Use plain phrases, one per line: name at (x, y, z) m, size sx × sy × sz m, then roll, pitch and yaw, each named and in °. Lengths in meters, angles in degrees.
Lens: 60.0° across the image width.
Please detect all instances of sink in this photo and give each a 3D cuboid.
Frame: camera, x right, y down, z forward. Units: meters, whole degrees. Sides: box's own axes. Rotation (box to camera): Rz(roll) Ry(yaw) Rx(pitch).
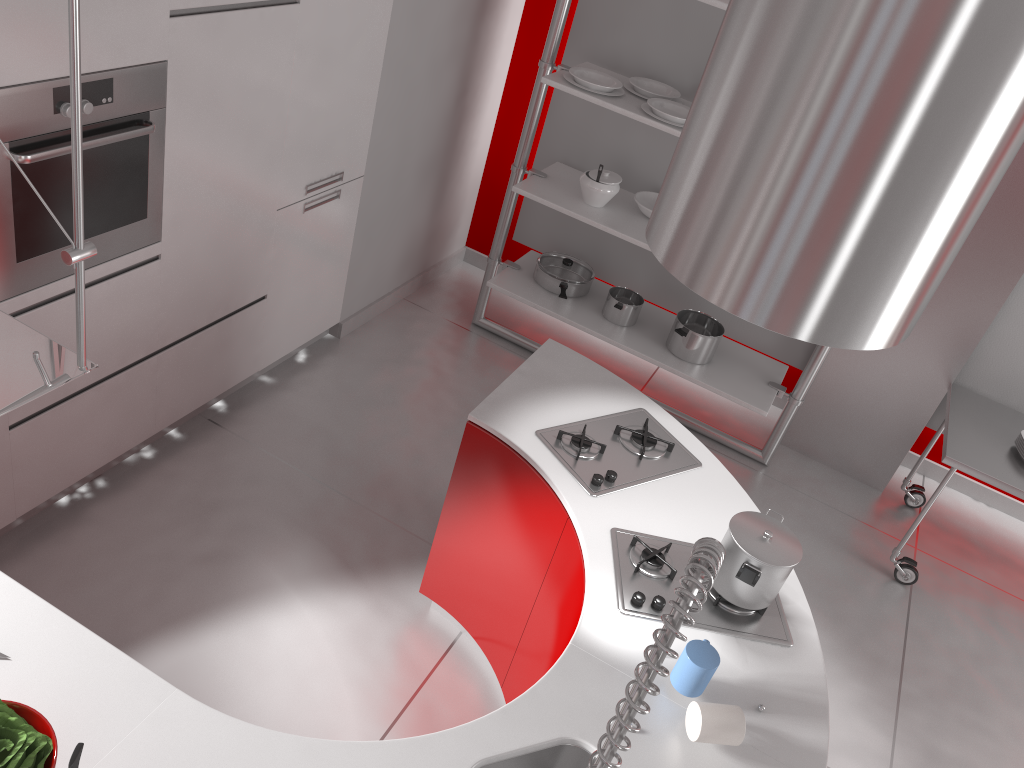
sink at (0.082, 0.935, 1.683) m, size 0.326 × 0.172 × 0.428 m, roll -3°, pitch 38°, yaw -28°

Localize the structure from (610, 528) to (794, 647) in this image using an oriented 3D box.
structure at (0.483, 0.503, 2.271) m, size 0.457 × 0.037 × 0.303 m, roll 13°, pitch 33°, yaw -7°

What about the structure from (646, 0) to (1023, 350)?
structure at (0.737, -0.641, 1.820) m, size 0.644 × 0.958 × 0.644 m, roll 8°, pitch 34°, yaw -14°

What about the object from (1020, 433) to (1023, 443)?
object at (2.227, 0.286, 3.683) m, size 0.228 × 0.020 × 0.228 m, roll 16°, pitch 33°, yaw -1°

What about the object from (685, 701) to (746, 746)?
object at (0.425, 0.703, 1.872) m, size 0.100 × 0.080 × 0.109 m, roll 10°, pitch 34°, yaw -11°

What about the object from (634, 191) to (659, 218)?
object at (0.698, -0.821, 4.205) m, size 0.272 × 0.072 × 0.272 m, roll 6°, pitch 35°, yaw -16°

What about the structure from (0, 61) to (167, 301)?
structure at (-1.198, -0.578, 2.514) m, size 0.050 × 0.589 × 0.599 m, roll 26°, pitch 34°, yaw 14°

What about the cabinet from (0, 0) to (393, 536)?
cabinet at (-1.394, -0.675, 2.943) m, size 0.614 × 2.026 × 2.398 m, roll 26°, pitch 34°, yaw 14°

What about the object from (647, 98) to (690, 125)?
object at (0.687, -1.153, 3.782) m, size 0.244 × 0.042 × 0.244 m, roll 18°, pitch 33°, yaw 1°

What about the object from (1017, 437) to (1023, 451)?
object at (2.222, 0.302, 3.694) m, size 0.228 × 0.020 × 0.228 m, roll 16°, pitch 33°, yaw -1°

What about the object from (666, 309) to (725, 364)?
object at (0.879, -0.226, 4.266) m, size 0.240 × 0.161 × 0.259 m, roll 17°, pitch 33°, yaw 0°

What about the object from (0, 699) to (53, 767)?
object at (-0.823, 0.595, 1.372) m, size 0.198 × 0.182 × 0.193 m, roll 30°, pitch 35°, yaw 19°

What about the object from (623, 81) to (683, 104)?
object at (0.637, -1.313, 4.020) m, size 0.280 × 0.015 × 0.280 m, roll -5°, pitch 39°, yaw -30°

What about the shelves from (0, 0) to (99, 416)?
shelves at (-0.962, -0.503, 0.910) m, size 0.934 × 1.023 × 0.462 m, roll 26°, pitch 34°, yaw 14°

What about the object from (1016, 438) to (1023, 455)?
object at (2.220, 0.311, 3.700) m, size 0.228 × 0.020 × 0.228 m, roll 16°, pitch 33°, yaw -1°

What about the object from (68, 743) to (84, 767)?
object at (-0.636, 0.663, 1.256) m, size 0.014 × 0.322 × 0.150 m, roll 10°, pitch 34°, yaw -10°

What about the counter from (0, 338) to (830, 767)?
counter at (-0.558, 0.867, 2.106) m, size 2.865 × 0.880 × 1.868 m, roll -7°, pitch 40°, yaw -32°

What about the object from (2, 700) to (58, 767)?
object at (-0.845, 0.634, 1.403) m, size 0.229 × 0.118 × 0.228 m, roll 10°, pitch 34°, yaw -10°

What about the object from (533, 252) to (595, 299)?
object at (0.243, -0.557, 4.490) m, size 0.308 × 0.130 × 0.407 m, roll 31°, pitch 35°, yaw 20°

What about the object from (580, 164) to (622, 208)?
object at (0.410, -0.938, 4.115) m, size 0.192 × 0.214 × 0.192 m, roll 19°, pitch 33°, yaw 3°

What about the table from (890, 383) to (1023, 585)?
table at (2.508, 0.761, 3.831) m, size 1.627 × 0.682 × 0.749 m, roll 27°, pitch 34°, yaw 15°

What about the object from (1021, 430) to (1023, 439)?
object at (2.230, 0.278, 3.678) m, size 0.228 × 0.020 × 0.228 m, roll 16°, pitch 33°, yaw -1°

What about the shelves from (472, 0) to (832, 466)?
shelves at (0.851, -1.008, 3.923) m, size 1.735 × 2.599 × 0.535 m, roll 26°, pitch 34°, yaw 14°

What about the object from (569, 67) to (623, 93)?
object at (0.362, -1.323, 3.885) m, size 0.244 × 0.042 × 0.244 m, roll 18°, pitch 33°, yaw 1°

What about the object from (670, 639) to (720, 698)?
object at (0.403, 0.620, 1.970) m, size 0.080 × 0.100 × 0.109 m, roll 12°, pitch 33°, yaw -9°

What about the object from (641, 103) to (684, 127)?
object at (0.684, -1.142, 3.789) m, size 0.280 × 0.015 × 0.280 m, roll -10°, pitch 42°, yaw -35°

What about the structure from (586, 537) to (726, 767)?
structure at (0.035, 0.564, 1.167) m, size 0.308 × 0.920 × 0.178 m, roll 0°, pitch 37°, yaw -25°

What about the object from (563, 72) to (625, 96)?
object at (0.359, -1.312, 3.893) m, size 0.280 × 0.015 × 0.280 m, roll -5°, pitch 39°, yaw -30°

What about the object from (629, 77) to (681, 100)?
object at (0.640, -1.324, 4.012) m, size 0.244 × 0.042 × 0.244 m, roll 22°, pitch 33°, yaw 7°

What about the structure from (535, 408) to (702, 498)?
structure at (0.330, 0.184, 2.671) m, size 0.457 × 0.037 × 0.303 m, roll -10°, pitch 42°, yaw -35°

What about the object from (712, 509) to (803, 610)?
object at (0.606, 0.438, 2.220) m, size 0.189 × 0.185 × 0.218 m, roll 5°, pitch 35°, yaw -18°

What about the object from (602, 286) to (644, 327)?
object at (0.547, -0.382, 4.379) m, size 0.182 × 0.122 × 0.196 m, roll 3°, pitch 36°, yaw -21°

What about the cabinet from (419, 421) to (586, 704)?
cabinet at (-0.766, 0.707, 2.188) m, size 1.875 × 0.761 × 1.025 m, roll 1°, pitch 36°, yaw -23°

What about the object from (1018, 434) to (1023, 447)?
object at (2.225, 0.294, 3.689) m, size 0.228 × 0.020 × 0.228 m, roll 16°, pitch 33°, yaw -1°

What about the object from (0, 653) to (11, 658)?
object at (-1.109, 0.456, 1.637) m, size 0.375 × 0.008 × 0.041 m, roll 14°, pitch 33°, yaw -5°

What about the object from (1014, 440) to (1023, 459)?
object at (2.217, 0.319, 3.706) m, size 0.228 × 0.020 × 0.228 m, roll 16°, pitch 33°, yaw -1°
